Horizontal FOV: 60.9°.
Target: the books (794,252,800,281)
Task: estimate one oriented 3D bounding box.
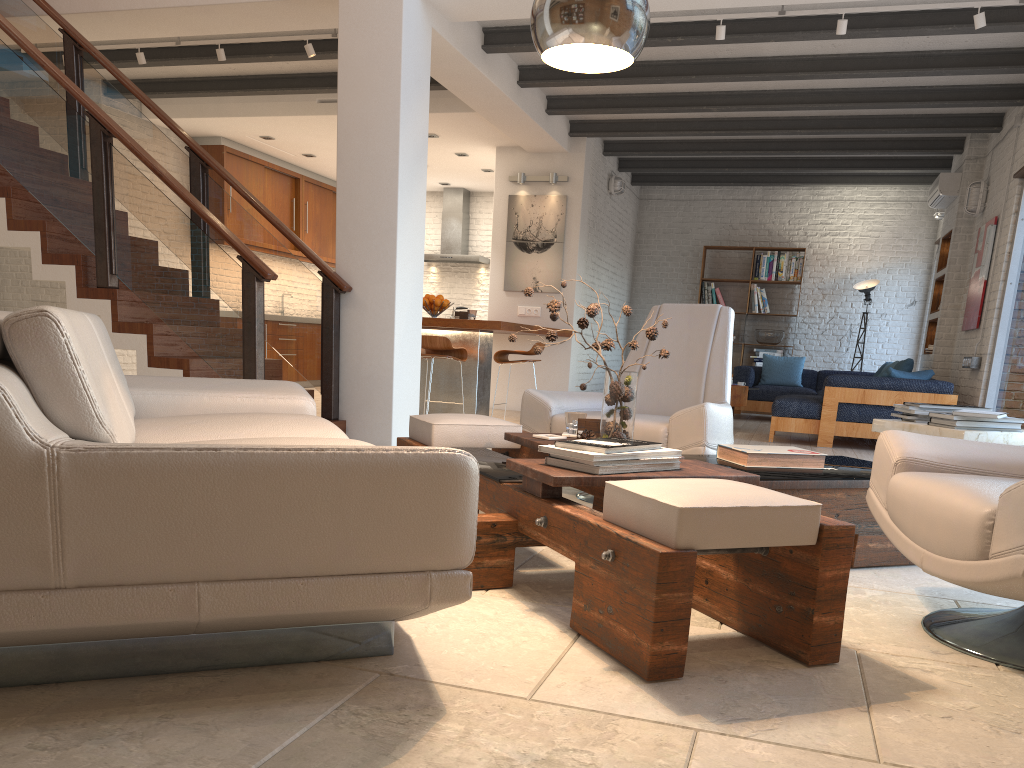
[{"bbox_3d":[3.802,-1.553,11.638,0.036,0.395,0.238,7,11,18],"label":"books"}]

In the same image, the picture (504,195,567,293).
[{"bbox_3d":[0.248,-1.527,9.519,0.651,1.046,0.019,6,13,16],"label":"picture"}]

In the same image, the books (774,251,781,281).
[{"bbox_3d":[3.568,-1.570,11.708,0.036,0.395,0.238,7,11,18],"label":"books"}]

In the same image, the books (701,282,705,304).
[{"bbox_3d":[2.661,-1.204,12.067,0.091,0.396,0.238,7,11,18],"label":"books"}]

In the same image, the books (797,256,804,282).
[{"bbox_3d":[3.852,-1.522,11.646,0.055,0.339,0.248,7,10,18],"label":"books"}]

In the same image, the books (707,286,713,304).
[{"bbox_3d":[2.752,-1.173,12.072,0.102,0.344,0.248,7,10,18],"label":"books"}]

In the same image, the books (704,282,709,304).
[{"bbox_3d":[2.699,-1.202,12.064,0.091,0.396,0.238,7,11,18],"label":"books"}]

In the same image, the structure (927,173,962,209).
[{"bbox_3d":[4.539,-2.026,9.174,0.199,0.225,0.799,6,4,18],"label":"structure"}]

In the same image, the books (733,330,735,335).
[{"bbox_3d":[2.912,-0.719,12.086,0.324,0.057,0.250,4,3,19],"label":"books"}]

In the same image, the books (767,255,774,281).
[{"bbox_3d":[3.490,-1.548,11.747,0.055,0.339,0.248,7,10,18],"label":"books"}]

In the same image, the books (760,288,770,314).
[{"bbox_3d":[3.439,-1.118,11.835,0.157,0.339,0.248,7,10,17],"label":"books"}]

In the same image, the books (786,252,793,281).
[{"bbox_3d":[3.712,-1.560,11.665,0.036,0.395,0.238,7,11,18],"label":"books"}]

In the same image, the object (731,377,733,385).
[{"bbox_3d":[2.404,-0.022,9.720,0.106,0.111,0.106,8,9,33],"label":"object"}]

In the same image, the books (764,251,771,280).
[{"bbox_3d":[3.442,-1.579,11.741,0.036,0.395,0.238,7,11,18],"label":"books"}]

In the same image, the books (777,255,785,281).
[{"bbox_3d":[3.606,-1.539,11.687,0.055,0.339,0.248,7,10,18],"label":"books"}]

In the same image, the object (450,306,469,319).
[{"bbox_3d":[-0.716,-0.957,12.351,0.258,0.283,0.259,10,10,38],"label":"object"}]

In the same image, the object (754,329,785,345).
[{"bbox_3d":[3.516,-0.635,11.929,0.400,0.207,0.394,1,6,-31],"label":"object"}]

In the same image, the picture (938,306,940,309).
[{"bbox_3d":[4.687,-0.908,9.402,0.102,0.251,0.188,5,9,8],"label":"picture"}]

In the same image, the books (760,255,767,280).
[{"bbox_3d":[3.395,-1.554,11.757,0.055,0.339,0.248,7,10,18],"label":"books"}]

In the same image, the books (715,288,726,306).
[{"bbox_3d":[2.890,-1.155,12.024,0.194,0.328,0.248,6,9,17],"label":"books"}]

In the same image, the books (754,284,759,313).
[{"bbox_3d":[3.322,-1.152,11.860,0.103,0.395,0.238,7,11,17],"label":"books"}]

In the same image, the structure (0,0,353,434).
[{"bbox_3d":[-1.262,-1.731,6.270,10.100,4.254,13.583,5,4,17],"label":"structure"}]

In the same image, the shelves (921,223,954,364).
[{"bbox_3d":[4.663,-0.929,9.353,0.191,1.469,0.748,7,11,18],"label":"shelves"}]

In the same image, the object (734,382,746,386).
[{"bbox_3d":[2.585,0.009,9.862,0.154,0.059,0.264,4,3,10],"label":"object"}]

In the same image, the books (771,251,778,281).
[{"bbox_3d":[3.530,-1.572,11.709,0.036,0.395,0.238,7,11,18],"label":"books"}]

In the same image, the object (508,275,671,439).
[{"bbox_3d":[0.251,-0.077,3.060,0.542,0.625,0.306,2,11,-12],"label":"object"}]

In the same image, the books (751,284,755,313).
[{"bbox_3d":[3.294,-1.156,11.892,0.101,0.395,0.238,7,11,17],"label":"books"}]

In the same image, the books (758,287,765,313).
[{"bbox_3d":[3.398,-1.131,11.860,0.124,0.359,0.265,7,10,17],"label":"books"}]

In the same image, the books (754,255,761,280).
[{"bbox_3d":[3.327,-1.560,11.796,0.055,0.339,0.248,7,10,18],"label":"books"}]

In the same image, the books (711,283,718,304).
[{"bbox_3d":[2.796,-1.192,12.022,0.120,0.392,0.238,7,10,17],"label":"books"}]

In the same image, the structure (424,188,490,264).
[{"bbox_3d":[-0.825,-2.236,12.297,0.980,1.022,0.445,6,11,17],"label":"structure"}]

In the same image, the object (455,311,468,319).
[{"bbox_3d":[-0.457,-0.619,7.943,0.094,0.084,0.111,0,7,-28],"label":"object"}]

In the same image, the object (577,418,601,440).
[{"bbox_3d":[0.312,0.180,3.361,0.094,0.084,0.111,2,6,-11],"label":"object"}]

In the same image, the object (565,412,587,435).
[{"bbox_3d":[0.252,0.158,3.487,0.091,0.087,0.088,0,8,-23],"label":"object"}]

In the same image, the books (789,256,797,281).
[{"bbox_3d":[3.753,-1.528,11.653,0.055,0.339,0.248,7,10,18],"label":"books"}]

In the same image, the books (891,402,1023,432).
[{"bbox_3d":[1.941,0.143,3.759,0.389,0.081,0.554,3,3,1],"label":"books"}]

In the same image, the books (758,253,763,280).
[{"bbox_3d":[3.364,-1.572,11.781,0.020,0.369,0.265,7,10,18],"label":"books"}]

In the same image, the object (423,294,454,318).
[{"bbox_3d":[-0.713,-0.708,8.010,0.366,0.228,0.353,2,6,-17],"label":"object"}]

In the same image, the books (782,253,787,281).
[{"bbox_3d":[3.648,-1.551,11.686,0.020,0.369,0.265,7,10,18],"label":"books"}]

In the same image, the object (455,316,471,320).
[{"bbox_3d":[-0.348,-0.585,7.872,0.393,0.036,0.194,4,3,21],"label":"object"}]

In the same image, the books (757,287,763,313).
[{"bbox_3d":[3.375,-1.132,11.857,0.124,0.359,0.265,7,10,17],"label":"books"}]

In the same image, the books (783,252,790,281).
[{"bbox_3d":[3.681,-1.562,11.688,0.036,0.395,0.238,7,11,18],"label":"books"}]

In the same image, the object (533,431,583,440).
[{"bbox_3d":[0.209,0.195,3.423,0.271,0.036,0.242,3,3,-11],"label":"object"}]

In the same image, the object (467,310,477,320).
[{"bbox_3d":[-0.360,-0.621,7.834,0.090,0.087,0.089,8,9,32],"label":"object"}]

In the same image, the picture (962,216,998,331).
[{"bbox_3d":[4.309,-0.988,8.049,0.019,0.988,0.726,7,10,18],"label":"picture"}]
